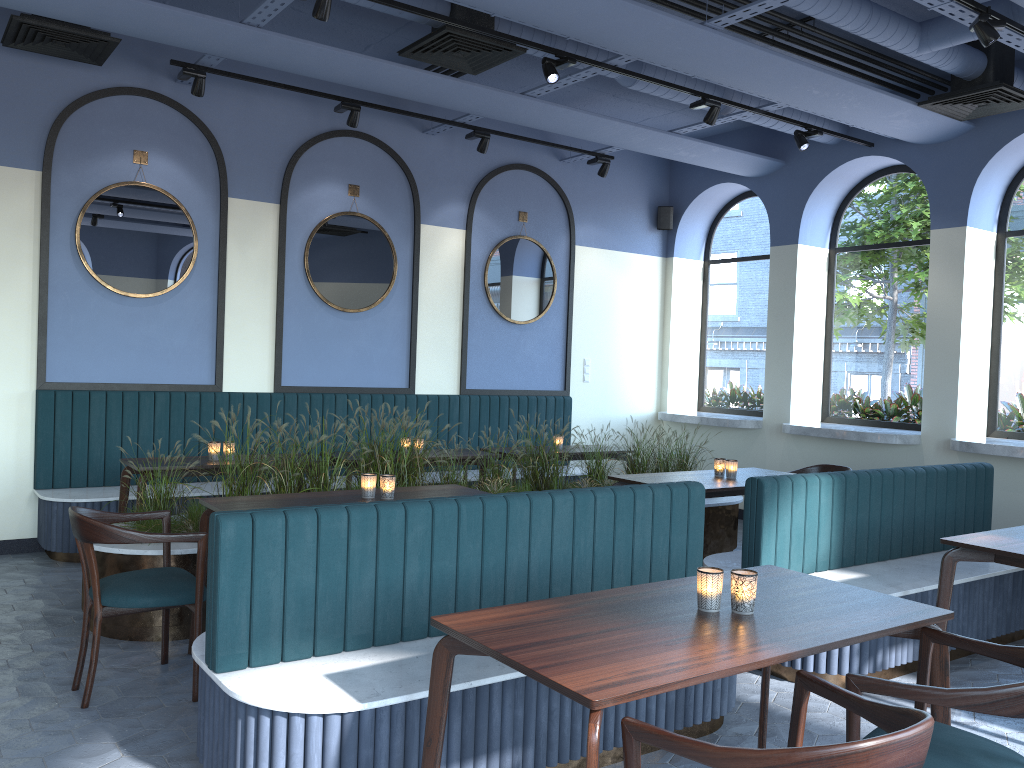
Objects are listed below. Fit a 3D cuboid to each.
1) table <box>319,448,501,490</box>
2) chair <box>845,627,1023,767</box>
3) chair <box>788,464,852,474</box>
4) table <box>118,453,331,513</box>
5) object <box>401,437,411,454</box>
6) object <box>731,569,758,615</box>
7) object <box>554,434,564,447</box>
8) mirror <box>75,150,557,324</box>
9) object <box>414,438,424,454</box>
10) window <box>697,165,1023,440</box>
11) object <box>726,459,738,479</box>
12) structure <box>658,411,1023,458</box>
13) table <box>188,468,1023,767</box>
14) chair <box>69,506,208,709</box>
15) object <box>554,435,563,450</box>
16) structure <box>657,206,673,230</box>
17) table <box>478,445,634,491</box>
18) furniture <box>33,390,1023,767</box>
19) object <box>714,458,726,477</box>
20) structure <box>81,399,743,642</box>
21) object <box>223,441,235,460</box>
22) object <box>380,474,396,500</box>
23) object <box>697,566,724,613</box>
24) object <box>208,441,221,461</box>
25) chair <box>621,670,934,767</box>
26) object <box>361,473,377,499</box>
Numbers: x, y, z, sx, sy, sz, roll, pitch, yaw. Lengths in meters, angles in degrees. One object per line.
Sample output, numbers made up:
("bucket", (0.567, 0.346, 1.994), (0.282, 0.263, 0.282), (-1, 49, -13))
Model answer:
("table", (-0.760, 0.901, 6.659), (1.332, 0.755, 0.548), (1, 2, -35))
("chair", (1.187, 1.058, 2.327), (0.525, 0.793, 0.618), (3, 2, 41))
("chair", (2.207, 0.999, 6.491), (0.525, 0.793, 0.618), (1, 2, -36))
("table", (-1.887, 0.877, 5.865), (1.285, 0.755, 0.548), (1, 2, -35))
("object", (-0.799, 0.462, 6.666), (0.078, 0.120, 0.078), (3, 2, 38))
("object", (0.681, 0.612, 2.610), (0.078, 0.120, 0.078), (3, 2, 38))
("object", (0.395, 0.487, 7.485), (0.078, 0.120, 0.078), (3, 2, 38))
("mirror", (-1.335, -1.154, 7.586), (4.357, 1.089, 0.026), (1, 2, -35))
("object", (-0.702, 0.466, 6.654), (0.078, 0.120, 0.078), (3, 2, 38))
("window", (2.102, -0.708, 2.583), (3.897, 2.394, 14.212), (3, 1, 16))
("object", (1.456, 0.565, 5.879), (0.078, 0.120, 0.078), (2, 1, -18))
("structure", (1.839, 0.509, 2.654), (4.315, 0.080, 14.155), (3, 1, 16))
("table", (-0.598, 1.009, 2.283), (3.997, 0.755, 9.778), (3, 2, 39))
("chair", (-1.615, 0.918, 3.801), (0.525, 0.793, 0.618), (1, 2, -36))
("object", (0.384, 0.489, 7.388), (0.078, 0.120, 0.078), (3, 2, 38))
("structure", (-1.216, -1.759, 3.627), (7.261, 0.268, 13.143), (3, 2, 38))
("table", (0.385, 0.925, 7.464), (1.332, 0.755, 0.548), (1, 2, -35))
("furniture", (-0.064, 0.751, 5.720), (4.800, 1.150, 4.703), (1, 2, -35))
("object", (1.396, 0.561, 5.956), (0.078, 0.120, 0.078), (2, 1, -18))
("structure", (-0.258, 0.709, 5.998), (4.878, 1.207, 1.143), (1, 2, -34))
("object", (-1.872, 0.440, 5.864), (0.078, 0.120, 0.078), (2, 1, -18))
("object", (-0.628, 0.519, 4.472), (0.078, 0.120, 0.078), (3, 2, 38))
("object", (0.584, 0.608, 2.622), (0.078, 0.120, 0.078), (3, 2, 38))
("object", (-1.949, 0.439, 5.803), (0.078, 0.120, 0.078), (2, 1, -18))
("chair", (0.594, 1.045, 1.912), (0.618, 0.793, 0.525), (1, 2, -36))
("object", (-0.725, 0.515, 4.484), (0.078, 0.120, 0.078), (3, 2, 38))
